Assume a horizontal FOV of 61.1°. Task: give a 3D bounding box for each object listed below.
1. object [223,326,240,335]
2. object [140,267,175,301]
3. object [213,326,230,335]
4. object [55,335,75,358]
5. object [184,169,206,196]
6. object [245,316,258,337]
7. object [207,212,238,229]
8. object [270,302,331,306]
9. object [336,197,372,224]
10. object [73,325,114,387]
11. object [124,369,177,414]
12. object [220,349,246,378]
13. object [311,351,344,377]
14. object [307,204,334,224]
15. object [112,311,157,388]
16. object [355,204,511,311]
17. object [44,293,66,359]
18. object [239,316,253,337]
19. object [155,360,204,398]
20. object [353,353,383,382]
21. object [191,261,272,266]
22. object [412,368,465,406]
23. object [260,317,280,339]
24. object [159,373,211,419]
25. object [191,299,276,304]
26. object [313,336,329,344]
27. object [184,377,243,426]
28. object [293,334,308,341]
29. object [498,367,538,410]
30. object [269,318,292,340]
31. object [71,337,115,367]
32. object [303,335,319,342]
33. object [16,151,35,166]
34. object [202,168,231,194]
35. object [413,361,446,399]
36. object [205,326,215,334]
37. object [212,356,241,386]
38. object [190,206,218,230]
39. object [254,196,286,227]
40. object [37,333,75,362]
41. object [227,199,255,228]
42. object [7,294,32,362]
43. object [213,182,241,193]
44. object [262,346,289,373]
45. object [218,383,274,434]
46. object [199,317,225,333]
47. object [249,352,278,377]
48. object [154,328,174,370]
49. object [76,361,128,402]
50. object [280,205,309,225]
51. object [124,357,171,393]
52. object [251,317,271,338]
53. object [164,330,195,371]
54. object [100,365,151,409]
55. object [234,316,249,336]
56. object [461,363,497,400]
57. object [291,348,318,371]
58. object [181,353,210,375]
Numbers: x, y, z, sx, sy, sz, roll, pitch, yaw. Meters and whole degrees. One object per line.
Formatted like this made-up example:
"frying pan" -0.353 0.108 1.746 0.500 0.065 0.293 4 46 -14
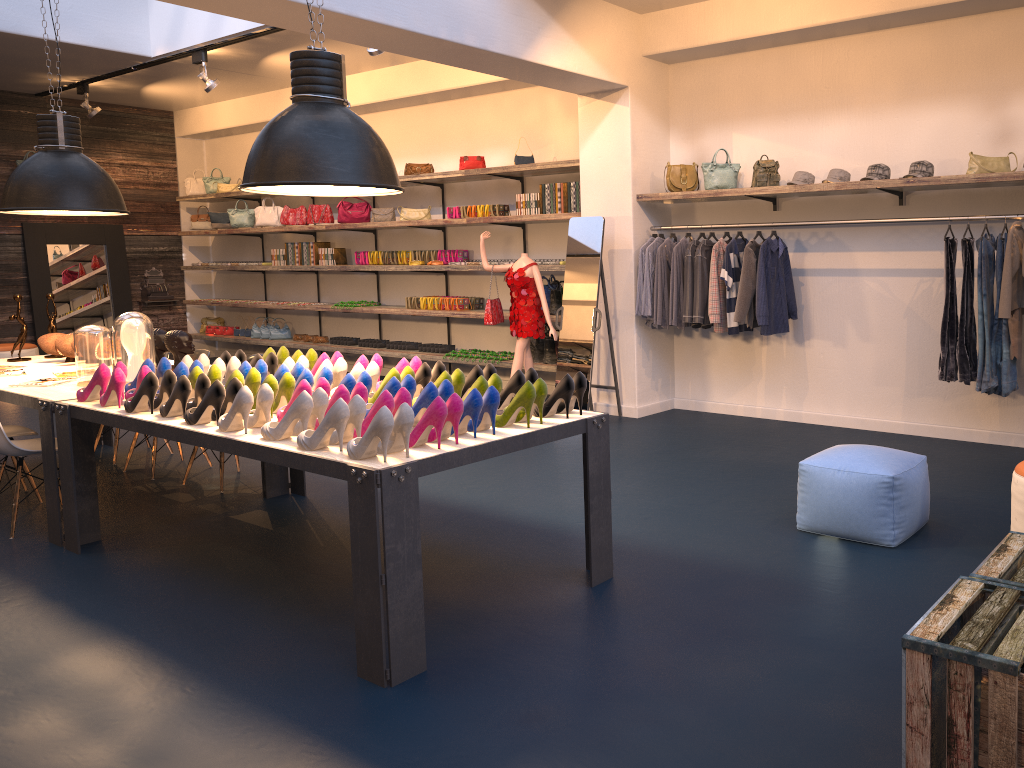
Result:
"object" -3.880 -0.735 12.022 0.231 0.118 0.086 -3 6 -17
"object" -4.931 -1.390 12.033 0.215 0.458 0.389 3 8 40
"object" -4.047 -0.749 12.126 0.231 0.118 0.086 -3 6 -17
"object" -2.813 -0.243 5.888 0.211 0.202 0.465 2 8 23
"object" -4.355 -2.814 12.147 0.456 0.384 0.180 -4 6 -27
"object" -3.507 -0.773 11.729 0.212 0.278 0.056 -3 5 -20
"object" -3.899 -2.223 11.781 0.433 0.230 0.172 -3 6 -13
"object" -2.679 -1.012 10.922 0.816 0.029 0.386 6 11 39
"object" -1.848 -2.038 10.157 0.283 0.335 0.367 2 7 30
"object" -2.347 -0.165 4.877 0.200 0.334 0.172 -5 6 -31
"object" -1.659 0.028 4.001 0.223 0.194 0.219 5 9 40
"object" -1.602 -0.098 4.853 0.223 0.194 0.219 5 9 40
"object" -1.033 -0.084 4.718 0.223 0.194 0.219 5 9 40
"object" -2.311 -2.042 10.415 0.311 0.248 0.139 0 6 10
"object" -2.086 -0.195 4.798 0.188 0.410 0.216 2 6 29
"object" -0.943 -1.369 9.652 2.479 1.129 0.495 6 8 39
"object" -3.296 -0.423 6.242 0.134 0.466 0.146 0 5 17
"object" -3.610 -0.785 11.815 0.216 0.278 0.055 -4 6 -29
"object" -1.672 -0.025 4.360 0.225 0.194 0.217 3 8 32
"object" -0.795 -0.068 4.592 0.219 0.194 0.223 -7 9 -43
"object" -3.795 -1.647 11.864 1.401 0.060 0.524 6 11 39
"object" -0.335 0.026 3.920 0.224 0.194 0.218 4 8 35
"object" -3.176 -0.737 11.425 0.289 0.281 0.092 -3 5 -16
"object" -1.450 0.044 3.873 0.219 0.194 0.223 -7 9 -42
"object" -3.738 -1.123 11.764 1.726 0.024 0.383 6 11 38
"object" -2.358 -0.555 10.810 0.220 0.082 0.227 4 9 30
"object" -1.267 0.068 3.700 0.224 0.194 0.218 4 8 35
"object" -2.693 -0.602 11.154 0.230 0.082 0.217 -7 10 -38
"object" -0.003 0.019 3.943 0.223 0.194 0.219 5 9 40
"object" -3.023 -0.722 11.313 0.289 0.281 0.092 -3 5 -16
"object" -2.633 -0.223 5.744 0.211 0.202 0.465 2 8 23
"object" -2.516 -0.580 10.991 0.220 0.082 0.227 4 9 30
"object" -5.952 -2.700 10.758 0.164 0.365 0.394 2 7 29
"object" -4.024 -2.761 11.841 0.378 0.365 0.172 -2 5 -9
"object" -0.435 -0.020 4.244 0.219 0.194 0.223 -7 9 -41
"object" -4.202 -0.765 12.249 0.231 0.118 0.086 -3 6 -17
"object" -1.529 -0.050 4.525 0.223 0.194 0.219 5 9 40
"object" -4.297 -2.315 12.084 0.361 0.333 0.161 -2 5 -7
"object" -3.103 -2.218 11.168 0.425 0.384 0.193 -1 5 0
"object" -3.008 -0.264 6.046 0.208 0.202 0.470 3 8 28
"object" -3.552 -2.243 11.426 0.378 0.365 0.172 -2 5 -9
"object" -3.455 -0.394 6.058 0.143 0.466 0.137 -2 5 -7
"object" -3.834 -2.635 11.655 0.364 0.173 0.232 -1 7 2
"object" -1.407 -0.125 5.025 0.223 0.194 0.219 5 9 40
"object" -1.077 0.090 3.537 0.219 0.194 0.223 -7 9 -41
"object" -4.280 -0.848 12.434 0.389 0.233 0.190 -3 7 -18
"object" -1.384 -0.076 4.693 0.224 0.194 0.219 4 8 37
"object" -2.131 -0.196 5.241 0.142 0.284 0.167 3 7 40
"object" -2.040 -0.017 4.330 0.224 0.194 0.218 4 8 34
"object" -2.693 -2.091 10.765 0.341 0.252 0.137 -1 6 -2
"object" -1.887 -0.045 4.515 0.223 0.194 0.219 5 9 40
"object" -3.327 -0.752 11.539 0.293 0.281 0.091 -4 6 -22
"object" -1.944 -0.176 5.093 0.142 0.284 0.167 3 7 40
"object" -1.854 0.006 4.166 0.225 0.194 0.223 -6 9 -38
"object" -3.706 -0.795 11.888 0.212 0.278 0.056 -3 5 -20
"object" -0.195 -0.004 4.117 0.223 0.194 0.219 5 9 40
"object" -1.209 -0.105 4.873 0.223 0.194 0.219 5 9 40
"object" -1.735 -0.070 4.673 0.219 0.194 0.223 -7 9 -43
